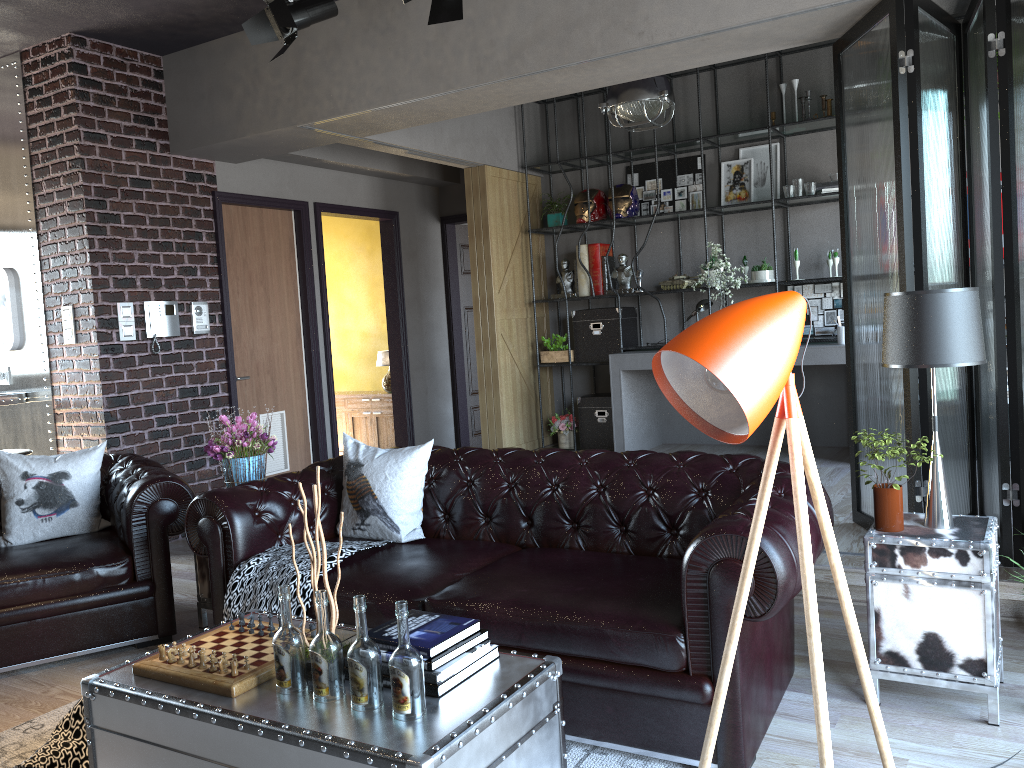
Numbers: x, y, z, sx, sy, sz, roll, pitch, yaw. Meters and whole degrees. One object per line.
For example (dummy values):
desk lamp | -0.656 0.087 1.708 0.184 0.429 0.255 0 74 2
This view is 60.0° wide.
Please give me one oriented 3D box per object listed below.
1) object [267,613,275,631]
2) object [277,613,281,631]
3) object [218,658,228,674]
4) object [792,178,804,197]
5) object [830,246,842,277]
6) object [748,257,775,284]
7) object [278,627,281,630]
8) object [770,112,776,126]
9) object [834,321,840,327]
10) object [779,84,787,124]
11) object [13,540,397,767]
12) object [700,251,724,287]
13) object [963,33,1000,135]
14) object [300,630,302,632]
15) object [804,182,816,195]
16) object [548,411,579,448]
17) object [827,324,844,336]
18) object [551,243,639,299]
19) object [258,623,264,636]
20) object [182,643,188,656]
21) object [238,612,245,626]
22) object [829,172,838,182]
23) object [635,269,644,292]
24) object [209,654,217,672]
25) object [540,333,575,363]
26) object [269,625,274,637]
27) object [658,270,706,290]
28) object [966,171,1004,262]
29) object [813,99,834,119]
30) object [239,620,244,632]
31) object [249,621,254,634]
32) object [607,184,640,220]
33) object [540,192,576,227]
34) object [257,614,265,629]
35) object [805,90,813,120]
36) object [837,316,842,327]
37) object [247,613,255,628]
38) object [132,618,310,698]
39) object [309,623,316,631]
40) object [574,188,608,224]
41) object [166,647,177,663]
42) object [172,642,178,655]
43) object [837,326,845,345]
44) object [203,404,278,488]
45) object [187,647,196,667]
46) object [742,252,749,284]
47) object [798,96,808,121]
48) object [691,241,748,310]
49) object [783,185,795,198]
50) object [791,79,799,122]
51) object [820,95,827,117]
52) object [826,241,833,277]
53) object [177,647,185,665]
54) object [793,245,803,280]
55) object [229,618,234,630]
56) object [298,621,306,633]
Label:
object | -0.764 0.752 2.808 0.025 0.055 0.025 -5 4 -14
object | -0.727 0.749 2.787 0.025 0.058 0.025 -2 4 25
object | -0.807 0.785 2.477 0.026 0.044 0.026 -5 4 -14
object | 2.278 -1.549 7.052 0.087 0.155 0.087 0 5 44
object | 2.526 -0.955 6.916 0.113 0.246 0.113 -7 4 -40
object | 2.046 -0.932 7.256 0.235 0.212 0.235 -5 4 -14
object | -0.712 0.764 2.724 0.017 0.037 0.017 -1 4 37
object | 2.085 -2.101 7.070 0.135 0.129 0.135 -3 4 4
object | 2.482 -0.400 6.659 0.137 0.190 0.009 -1 4 34
object | 2.230 -2.256 7.265 0.128 0.390 0.128 -4 3 0
object | -1.135 1.005 3.396 1.700 0.569 0.562 -7 5 -39
object | 1.685 -0.969 7.446 0.137 0.305 0.193 -5 4 -25
object | 3.304 -1.932 6.225 0.650 1.025 0.720 -7 5 -40
object | -0.638 0.762 2.682 0.017 0.037 0.017 -6 4 -40
object | 2.324 -1.514 6.906 0.092 0.099 0.093 -4 4 -11
object | 0.472 0.406 8.270 0.345 0.362 0.332 -1 4 34
object | 2.676 -0.432 6.996 0.351 0.111 0.379 -6 4 -26
object | 0.755 -1.031 8.061 0.833 0.466 0.290 -1 4 31
object | -0.785 0.765 2.769 0.017 0.037 0.017 -1 4 37
object | -0.973 0.787 2.632 0.017 0.037 0.017 -2 4 25
object | -0.877 0.762 2.878 0.019 0.040 0.019 -3 3 5
object | 2.560 -1.631 7.013 0.103 0.068 0.103 -2 4 24
object | 1.112 -0.900 7.732 0.093 0.200 0.093 -2 4 26
object | -0.845 0.784 2.499 0.022 0.047 0.022 -5 4 -27
object | 0.422 -0.335 8.149 0.304 0.265 0.181 -1 4 31
object | -0.746 0.764 2.748 0.017 0.037 0.017 -1 4 37
object | 1.491 -0.902 7.638 0.207 0.170 0.577 -5 4 -24
object | 3.468 -1.241 6.642 0.751 0.739 0.186 -1 4 31
object | 2.455 -2.121 6.860 0.190 0.152 0.189 -6 5 -36
object | -0.859 0.767 2.814 0.017 0.037 0.017 -1 4 37
object | -0.821 0.766 2.792 0.017 0.037 0.017 -1 4 37
object | 0.972 -1.608 7.844 0.280 0.327 0.400 -2 4 21
object | 0.411 -1.599 8.197 0.324 0.339 0.295 -4 4 -13
object | -0.804 0.757 2.832 0.022 0.047 0.022 -5 4 -14
object | 2.320 -2.163 6.926 0.100 0.243 0.100 -1 4 40
object | 2.477 -0.410 6.679 0.023 0.202 0.046 -5 4 -23
object | -0.840 0.759 2.852 0.026 0.044 0.026 -5 4 -14
object | -0.821 0.812 2.668 0.429 0.036 0.430 -1 5 31
object | -0.611 0.756 2.719 0.019 0.040 0.019 -3 3 5
object | 0.698 -1.602 8.008 0.280 0.327 0.400 -1 5 36
object | -0.994 0.788 2.590 0.026 0.044 0.026 -5 4 -14
object | -1.009 0.788 2.651 0.017 0.037 0.017 -2 4 25
object | 2.495 -0.363 6.640 0.110 0.137 0.110 -1 5 41
object | -1.341 0.350 4.423 0.352 0.483 0.349 -6 4 -28
object | -0.920 0.781 2.543 0.025 0.055 0.025 -5 4 -14
object | 1.972 -0.975 7.495 0.113 0.273 0.113 -4 3 -3
object | 2.307 -2.164 7.019 0.084 0.232 0.084 -6 4 -32
object | 1.653 -0.706 6.973 0.398 0.851 0.421 -4 4 -12
object | 2.185 -1.511 6.989 0.093 0.099 0.092 -5 4 -21
object | 2.290 -2.251 7.146 0.128 0.390 0.128 -4 3 -9
object | 2.475 -2.172 7.032 0.080 0.226 0.080 -3 3 4
object | 2.576 -1.006 7.188 0.113 0.301 0.113 -7 4 -40
object | -0.961 0.786 2.570 0.022 0.047 0.022 -5 4 -27
object | 2.257 -0.961 7.032 0.113 0.274 0.113 -1 4 35
object | -0.898 0.767 2.838 0.017 0.037 0.017 -3 3 12
object | -0.651 0.755 2.739 0.026 0.044 0.026 -5 4 -14
